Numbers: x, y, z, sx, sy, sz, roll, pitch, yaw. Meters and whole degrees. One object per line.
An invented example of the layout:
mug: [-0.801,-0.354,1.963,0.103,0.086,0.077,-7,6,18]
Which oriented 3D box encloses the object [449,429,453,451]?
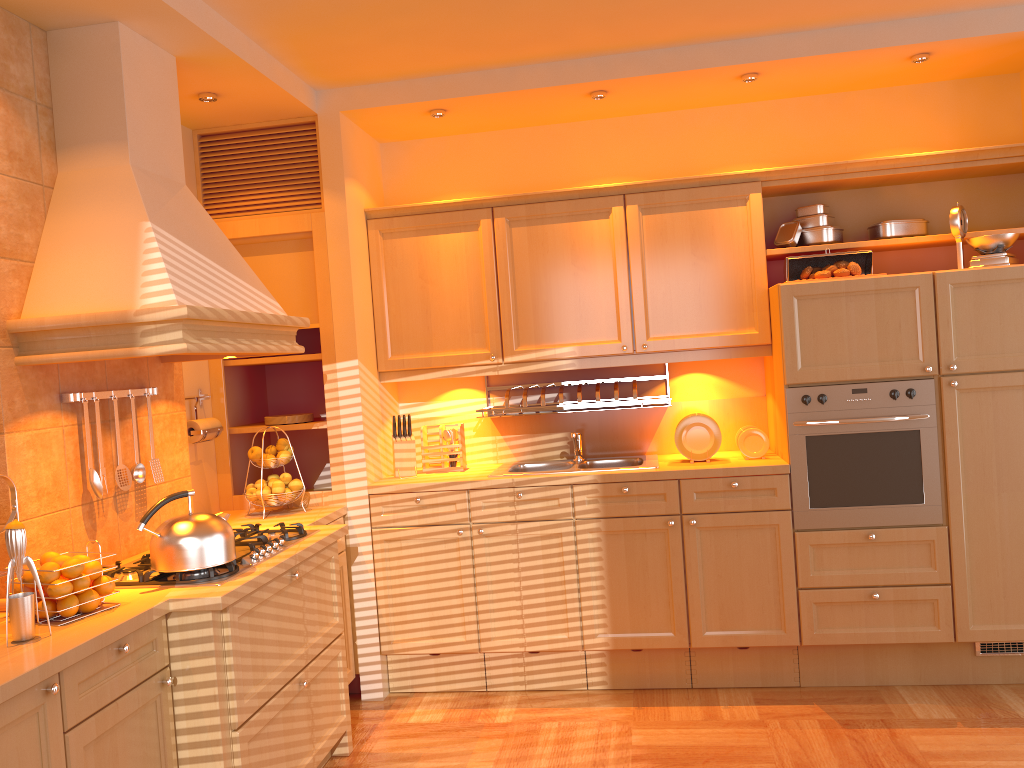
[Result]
object: [-0.289,0.315,4.267,0.018,0.196,0.023,-4,1,13]

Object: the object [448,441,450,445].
object: [-0.297,0.324,4.282,0.019,0.178,0.044,-4,1,5]

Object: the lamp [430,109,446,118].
lamp: [-0.332,-1.211,3.975,0.070,0.021,0.070,-5,2,-31]

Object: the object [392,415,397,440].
object: [-0.539,0.278,4.122,0.019,0.265,0.037,-5,2,-27]

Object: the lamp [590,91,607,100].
lamp: [0.378,-1.259,3.871,0.070,0.021,0.070,-5,2,-42]

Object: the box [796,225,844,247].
box: [1.376,-0.659,4.041,0.242,0.090,0.169,-3,2,45]

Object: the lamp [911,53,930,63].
lamp: [1.690,-1.347,3.671,0.070,0.021,0.070,-5,2,-31]

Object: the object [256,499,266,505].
object: [-1.067,0.496,3.786,0.046,0.043,0.047,-5,2,-31]

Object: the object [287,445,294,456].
object: [-0.980,0.290,3.858,0.057,0.060,0.058,-3,2,30]

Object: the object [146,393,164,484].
object: [-1.276,0.193,3.160,0.020,0.323,0.061,-4,1,9]

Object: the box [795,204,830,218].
box: [1.367,-0.782,4.038,0.140,0.052,0.098,-3,2,45]

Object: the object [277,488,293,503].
object: [-0.962,0.472,3.756,0.064,0.062,0.064,-4,1,-4]

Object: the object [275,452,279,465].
object: [-1.023,0.322,3.850,0.058,0.059,0.058,-3,2,40]

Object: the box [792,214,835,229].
box: [1.371,-0.728,4.039,0.177,0.066,0.124,-3,2,45]

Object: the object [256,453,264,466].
object: [-1.074,0.327,3.818,0.057,0.056,0.051,-5,2,-32]

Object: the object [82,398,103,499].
object: [-1.325,0.205,2.803,0.028,0.323,0.055,-4,1,9]

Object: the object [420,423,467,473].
object: [-0.330,0.307,4.282,0.200,0.221,0.103,-4,1,9]

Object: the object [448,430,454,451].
object: [-0.286,0.315,4.246,0.017,0.196,0.020,-3,2,34]

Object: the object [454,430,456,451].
object: [-0.276,0.314,4.249,0.022,0.196,0.018,-4,1,13]

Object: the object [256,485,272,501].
object: [-1.041,0.457,3.718,0.063,0.063,0.063,-4,1,20]

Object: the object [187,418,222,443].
object: [-1.312,0.195,3.749,0.096,0.094,0.186,-4,1,9]

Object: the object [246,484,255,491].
object: [-1.128,0.455,3.841,0.044,0.047,0.046,-3,2,29]

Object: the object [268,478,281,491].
object: [-1.003,0.428,3.764,0.063,0.061,0.063,-4,1,-18]

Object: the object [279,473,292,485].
object: [-0.966,0.404,3.786,0.050,0.052,0.049,-4,1,16]

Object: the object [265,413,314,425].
object: [-1.033,0.164,4.118,0.222,0.039,0.222,-3,2,26]

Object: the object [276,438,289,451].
object: [-0.987,0.262,3.815,0.055,0.059,0.058,-5,2,-35]

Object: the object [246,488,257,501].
object: [-1.098,0.467,3.753,0.056,0.057,0.053,-4,1,-14]

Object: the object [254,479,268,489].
object: [-1.065,0.433,3.769,0.056,0.058,0.055,-3,2,44]

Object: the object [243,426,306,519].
object: [-1.027,0.370,3.810,0.265,0.376,0.265,-5,2,-32]

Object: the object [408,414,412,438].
object: [-0.474,0.273,4.144,0.019,0.265,0.037,-4,1,-8]

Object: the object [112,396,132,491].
object: [-1.307,0.198,2.962,0.017,0.320,0.090,-4,1,9]

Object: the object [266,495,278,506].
object: [-1.020,0.489,3.764,0.052,0.056,0.057,-5,2,-29]

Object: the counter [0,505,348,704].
counter: [-1.108,0.606,2.845,0.770,0.038,2.250,-4,1,9]

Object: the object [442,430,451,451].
object: [-0.302,0.313,4.239,0.042,0.192,0.040,-5,2,-31]

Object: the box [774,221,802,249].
box: [1.241,-0.667,3.983,0.098,0.129,0.117,-3,2,45]

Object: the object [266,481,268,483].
object: [-1.050,0.444,3.850,0.058,0.055,0.059,-4,1,16]

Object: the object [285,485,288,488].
object: [-0.990,0.435,3.845,0.057,0.059,0.058,-5,2,-28]

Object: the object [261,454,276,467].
object: [-1.036,0.326,3.774,0.064,0.058,0.063,-5,1,-25]

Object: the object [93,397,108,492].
object: [-1.327,0.201,2.862,0.006,0.319,0.028,-4,1,9]

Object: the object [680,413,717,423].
object: [0.851,0.233,4.061,0.205,0.200,0.049,-4,1,10]

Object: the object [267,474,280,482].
object: [-1.025,0.409,3.812,0.050,0.048,0.051,-3,2,42]

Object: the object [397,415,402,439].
object: [-0.519,0.276,4.129,0.019,0.265,0.038,-4,1,-8]

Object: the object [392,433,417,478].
object: [-0.504,0.333,4.149,0.100,0.200,0.070,-4,1,-18]

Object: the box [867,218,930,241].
box: [1.734,-0.683,3.980,0.242,0.090,0.169,-4,1,-10]

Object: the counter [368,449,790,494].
counter: [0.296,0.398,4.068,1.800,0.038,0.600,-4,1,9]

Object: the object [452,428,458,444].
object: [-0.284,0.311,4.285,0.042,0.192,0.040,-5,2,-32]

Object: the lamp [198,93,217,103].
lamp: [-1.210,-1.138,3.528,0.070,0.021,0.070,-4,1,-8]

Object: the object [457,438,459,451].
object: [-0.263,0.322,4.264,0.044,0.178,0.019,-4,1,-15]

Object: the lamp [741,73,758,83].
lamp: [1.011,-1.301,3.774,0.070,0.021,0.070,-5,2,-31]

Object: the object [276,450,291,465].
object: [-0.979,0.314,3.805,0.063,0.063,0.064,-3,2,25]

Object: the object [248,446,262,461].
object: [-1.090,0.297,3.772,0.063,0.064,0.061,-4,1,18]

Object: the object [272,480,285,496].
object: [-0.978,0.435,3.713,0.056,0.063,0.065,-4,1,-15]

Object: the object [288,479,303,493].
object: [-0.924,0.435,3.791,0.064,0.060,0.063,-3,1,24]

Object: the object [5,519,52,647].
object: [-1.175,0.466,2.096,0.101,0.288,0.088,-4,1,9]

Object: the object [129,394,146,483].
object: [-1.310,0.190,3.059,0.037,0.309,0.077,-4,1,8]

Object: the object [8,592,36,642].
object: [-1.166,0.556,2.112,0.060,0.106,0.060,-5,1,-23]

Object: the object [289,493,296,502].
object: [-0.963,0.480,3.822,0.063,0.061,0.064,-4,1,-13]

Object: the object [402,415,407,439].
object: [-0.496,0.275,4.137,0.019,0.265,0.038,-4,1,-8]

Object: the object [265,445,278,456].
object: [-1.036,0.289,3.819,0.051,0.051,0.050,-3,2,33]
